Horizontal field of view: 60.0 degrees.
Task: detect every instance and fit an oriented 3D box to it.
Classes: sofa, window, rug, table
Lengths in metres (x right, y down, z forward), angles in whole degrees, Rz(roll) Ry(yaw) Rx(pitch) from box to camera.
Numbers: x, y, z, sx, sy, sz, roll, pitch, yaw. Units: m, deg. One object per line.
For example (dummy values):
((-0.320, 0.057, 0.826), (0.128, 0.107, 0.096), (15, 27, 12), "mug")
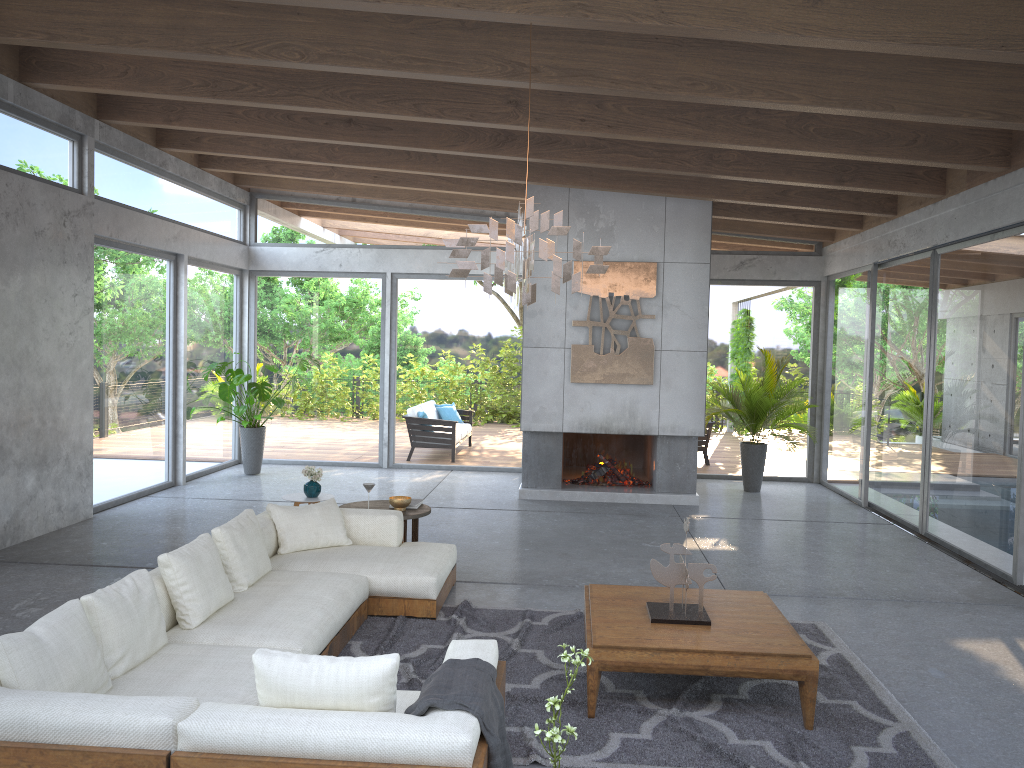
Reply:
((-0.945, 1.195, 4.631), (1.965, 0.777, 3.733), (2, 2, 4), "sofa")
((0.821, -0.310, 4.250), (14.294, 3.764, 23.280), (2, 2, 4), "window")
((0.342, 1.500, 4.702), (3.186, 0.056, 2.187), (2, 2, 4), "rug")
((-0.996, 1.183, 6.890), (0.725, 0.441, 0.725), (0, 3, -34), "table")
((0.902, 1.372, 4.601), (1.048, 0.352, 1.112), (2, 2, 4), "table")

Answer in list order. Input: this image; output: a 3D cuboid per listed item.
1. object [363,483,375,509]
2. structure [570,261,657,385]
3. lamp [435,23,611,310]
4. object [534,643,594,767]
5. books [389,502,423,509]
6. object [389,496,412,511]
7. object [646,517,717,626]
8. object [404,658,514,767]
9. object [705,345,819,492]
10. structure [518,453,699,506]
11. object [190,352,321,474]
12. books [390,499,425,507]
((-1.083, 0.862, 6.705), (0.099, 0.212, 0.099), (3, 3, 35), "object")
((1.123, -0.675, 9.815), (0.919, 1.351, 0.041), (2, 2, 4), "structure")
((-0.020, -1.071, 4.465), (0.636, 1.400, 0.862), (-1, 3, -39), "lamp")
((0.134, 1.156, 2.707), (0.171, 0.750, 0.238), (3, 3, 25), "object")
((-0.837, 0.952, 7.044), (0.220, 0.015, 0.303), (2, 2, 4), "books")
((-0.858, 0.921, 6.803), (0.173, 0.097, 0.173), (1, 3, -17), "object")
((0.888, 0.937, 4.607), (0.346, 0.518, 0.379), (2, 2, 4), "object")
((-0.306, 1.384, 3.142), (0.857, 0.704, 0.472), (1, 2, 1), "object")
((3.010, 0.416, 10.950), (1.484, 1.819, 1.798), (2, 3, 11), "object")
((1.159, 0.991, 11.007), (2.012, 0.595, 2.203), (2, 2, 4), "structure")
((-3.338, 0.366, 11.408), (1.416, 1.540, 1.731), (2, 3, 23), "object")
((-0.829, 0.939, 7.041), (0.205, 0.012, 0.290), (2, 2, 9), "books")
